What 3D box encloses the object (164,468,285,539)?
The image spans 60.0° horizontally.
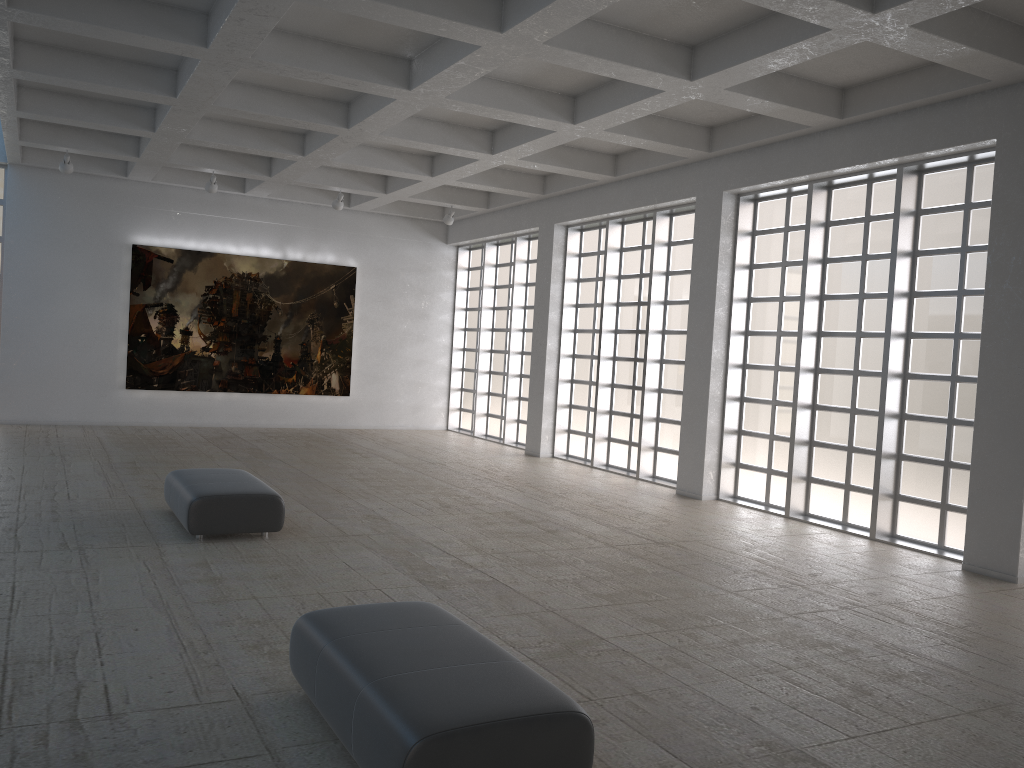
[{"bbox_3d":[-5.265,2.111,16.052,1.616,0.828,3.044,2,2,-28],"label":"object"}]

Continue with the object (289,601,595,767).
[{"bbox_3d":[-0.768,2.677,7.680,1.616,0.828,3.044,2,2,-28],"label":"object"}]
